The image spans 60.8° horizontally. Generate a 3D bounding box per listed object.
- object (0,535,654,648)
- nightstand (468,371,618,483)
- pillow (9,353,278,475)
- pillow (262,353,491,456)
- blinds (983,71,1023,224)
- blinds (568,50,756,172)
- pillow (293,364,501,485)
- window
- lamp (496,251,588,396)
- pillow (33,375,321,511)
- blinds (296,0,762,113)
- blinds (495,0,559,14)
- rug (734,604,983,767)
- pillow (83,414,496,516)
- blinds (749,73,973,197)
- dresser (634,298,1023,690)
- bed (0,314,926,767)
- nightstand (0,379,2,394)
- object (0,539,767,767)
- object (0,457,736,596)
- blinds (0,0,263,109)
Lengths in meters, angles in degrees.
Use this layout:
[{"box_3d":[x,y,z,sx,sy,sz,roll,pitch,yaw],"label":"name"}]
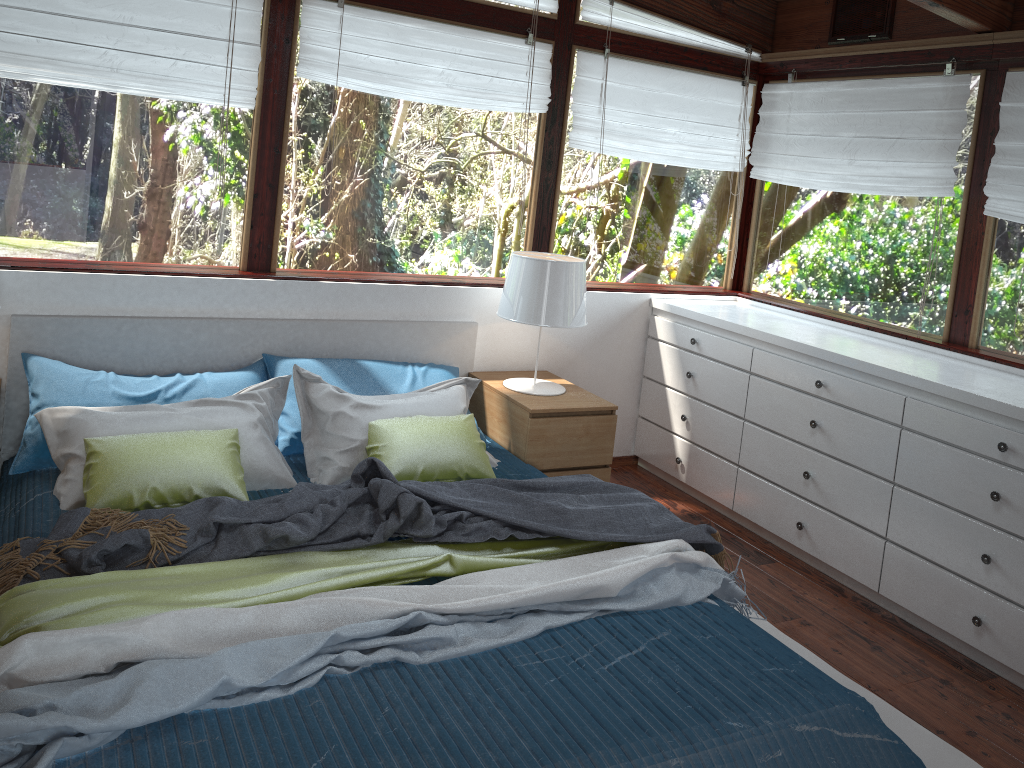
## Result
[{"box_3d":[-0.361,0.665,2.382,2.102,0.439,0.503,-2,12,-33],"label":"object"},{"box_3d":[0.095,0.284,3.884,0.426,0.532,0.625,2,10,-29],"label":"nightstand"},{"box_3d":[-1.314,0.076,3.206,0.910,0.324,0.356,-1,12,-31],"label":"pillow"},{"box_3d":[-0.558,0.065,3.618,0.919,0.313,0.376,-1,12,-31],"label":"pillow"},{"box_3d":[2.269,-0.807,3.060,0.053,0.632,1.260,4,11,-29],"label":"blinds"},{"box_3d":[0.820,-1.403,4.570,1.174,0.499,0.054,0,7,-29],"label":"blinds"},{"box_3d":[-0.408,0.140,3.335,0.851,0.384,0.369,-2,12,-34],"label":"pillow"},{"box_3d":[1.038,-0.300,0.071,5.254,1.897,8.534,-1,15,-28],"label":"window"},{"box_3d":[0.131,-0.274,3.856,0.405,0.580,0.415,1,9,-37],"label":"lamp"},{"box_3d":[-1.132,0.192,2.958,0.871,0.353,0.484,-2,13,-33],"label":"pillow"},{"box_3d":[0.254,-1.599,4.236,2.555,0.646,0.055,-1,7,-29],"label":"blinds"},{"box_3d":[-0.306,-1.905,3.905,1.238,0.272,0.032,-1,7,-29],"label":"blinds"},{"box_3d":[-0.196,0.908,2.163,2.705,0.048,1.851,-1,16,-29],"label":"rug"},{"box_3d":[-0.699,0.251,2.975,1.375,0.215,0.319,-1,13,-29],"label":"pillow"},{"box_3d":[1.630,-1.214,4.260,0.053,0.544,1.277,4,12,-29],"label":"blinds"},{"box_3d":[1.642,0.391,3.332,0.614,0.862,3.204,2,13,-29],"label":"dresser"},{"box_3d":[-0.396,0.438,2.560,2.133,0.755,2.648,0,14,-27],"label":"bed"},{"box_3d":[-1.912,0.330,2.791,0.426,0.532,0.625,2,10,-29],"label":"nightstand"},{"box_3d":[-0.215,0.707,2.044,2.152,0.369,0.550,-3,14,-33],"label":"object"},{"box_3d":[-0.400,0.455,2.587,2.117,0.400,0.646,1,12,-20],"label":"object"},{"box_3d":[-1.560,-1.353,3.275,1.232,0.488,0.055,-1,7,-29],"label":"blinds"}]
